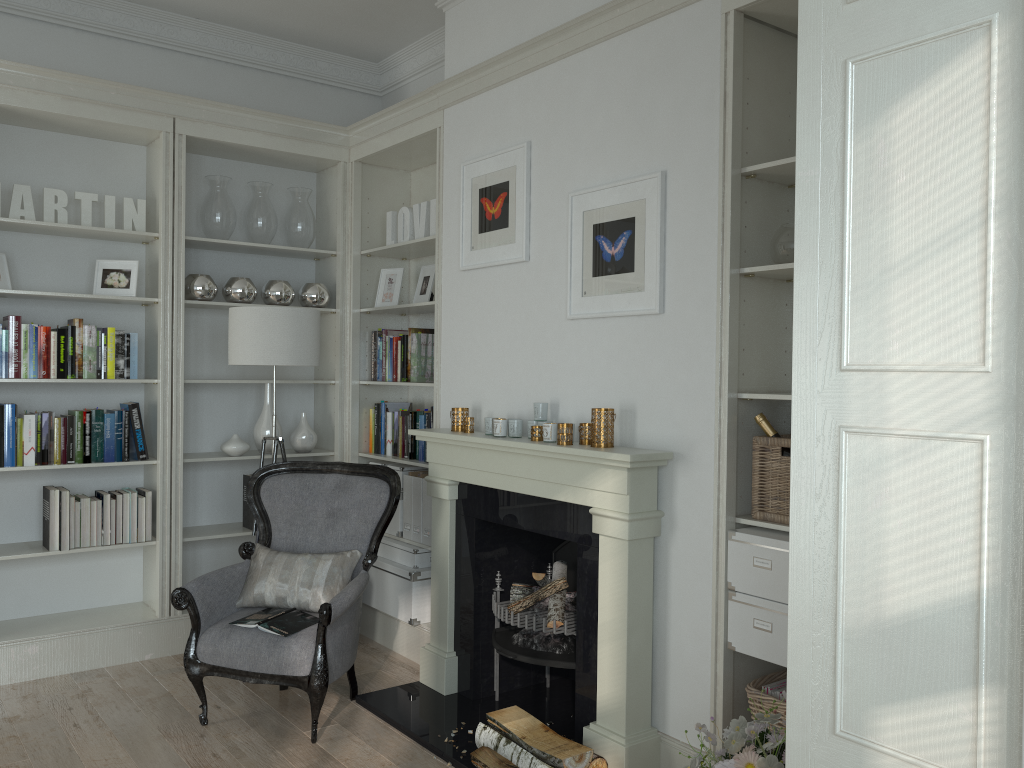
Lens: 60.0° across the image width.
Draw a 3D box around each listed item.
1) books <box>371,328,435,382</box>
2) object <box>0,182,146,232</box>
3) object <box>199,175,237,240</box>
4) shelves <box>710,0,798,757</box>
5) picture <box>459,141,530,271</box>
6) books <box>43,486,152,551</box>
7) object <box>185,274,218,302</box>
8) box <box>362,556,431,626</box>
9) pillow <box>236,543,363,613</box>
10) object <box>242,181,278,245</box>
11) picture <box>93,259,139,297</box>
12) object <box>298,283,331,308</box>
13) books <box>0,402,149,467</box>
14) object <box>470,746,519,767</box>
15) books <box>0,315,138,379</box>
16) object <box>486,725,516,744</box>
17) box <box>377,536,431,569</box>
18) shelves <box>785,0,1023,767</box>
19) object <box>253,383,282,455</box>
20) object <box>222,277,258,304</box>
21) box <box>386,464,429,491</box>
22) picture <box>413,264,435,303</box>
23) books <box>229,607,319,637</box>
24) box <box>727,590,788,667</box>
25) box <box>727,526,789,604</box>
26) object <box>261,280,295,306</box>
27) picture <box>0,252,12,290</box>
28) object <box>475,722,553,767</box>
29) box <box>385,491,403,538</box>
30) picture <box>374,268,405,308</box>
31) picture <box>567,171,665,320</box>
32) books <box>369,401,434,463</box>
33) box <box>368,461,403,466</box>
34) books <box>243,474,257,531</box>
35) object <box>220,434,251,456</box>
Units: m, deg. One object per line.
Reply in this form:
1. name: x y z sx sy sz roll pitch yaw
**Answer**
1. books: -0.462 -0.160 4.781 0.209 0.301 0.919 0 1 -36
2. object: -2.193 -0.850 4.297 0.790 0.180 0.034 0 1 -37
3. object: -1.599 -0.939 4.826 0.193 0.362 0.193 1 1 36
4. shelves: 1.122 -0.014 2.640 0.399 2.523 0.992 0 1 -37
5. picture: -0.084 -0.766 3.898 0.024 0.496 0.494 0 1 -37
6. books: -2.048 0.646 4.394 0.465 0.291 0.205 0 1 -37
7. object: -1.640 -0.501 4.653 0.185 0.140 0.185 1 1 -17
8. box: -0.561 1.053 4.761 0.374 0.264 0.734 0 1 -37
9. pillow: -0.936 0.848 3.827 0.547 0.263 0.210 1 1 14
10. object: -1.412 -0.939 4.968 0.193 0.362 0.193 1 1 36
11. picture: -1.972 -0.526 4.441 0.202 0.188 0.124 1 1 -7
12. object: -1.124 -0.498 5.042 0.185 0.140 0.185 1 1 -17
13. books: -2.187 0.234 4.316 0.762 0.302 0.207 0 1 -36
14. object: 0.005 1.342 3.020 0.109 0.085 0.389 0 1 -35
15. books: -2.199 -0.177 4.303 0.691 0.301 0.201 0 1 -36
16. object: 0.059 1.344 3.178 0.078 0.078 0.561 0 1 -36
17. box: -0.581 0.874 4.748 0.219 0.099 0.608 0 1 -37
18. shelves: 0.993 -0.004 1.680 0.972 2.523 0.399 0 1 -37
19. object: -1.340 0.189 4.869 0.155 0.397 0.155 1 1 38
20. object: -1.468 -0.500 4.782 0.185 0.140 0.185 1 1 -17
21. box: -0.536 0.507 4.872 0.264 0.126 0.179 0 1 -37
22. picture: -0.460 -0.530 4.782 0.094 0.228 0.153 0 1 -37
23. books: -0.962 0.960 3.621 0.304 0.046 0.224 1 1 28
24. box: 0.927 0.755 2.847 0.400 0.191 0.270 0 1 -37
25. box: 0.926 0.564 2.849 0.400 0.191 0.270 0 1 -37
26. object: -1.296 -0.499 4.912 0.185 0.140 0.185 1 1 -17
27. picture: -2.453 -0.529 4.124 0.124 0.192 0.206 1 1 18
28. object: 0.026 1.318 3.099 0.084 0.128 0.483 0 1 -35
29. box: -0.605 0.684 4.948 0.337 0.238 0.499 0 1 -37
30. picture: -0.679 -0.535 4.964 0.153 0.228 0.094 1 1 28
31. picture: 0.373 -0.498 3.290 0.024 0.496 0.494 0 1 -37
32. books: -0.511 0.250 4.820 0.215 0.302 0.763 0 1 -36
33. box: -0.659 0.503 5.035 0.264 0.126 0.179 0 1 -37
34. books: -1.264 0.649 5.004 0.465 0.291 0.205 0 1 -37
35. object: -1.482 0.327 4.752 0.152 0.116 0.154 0 1 -40
